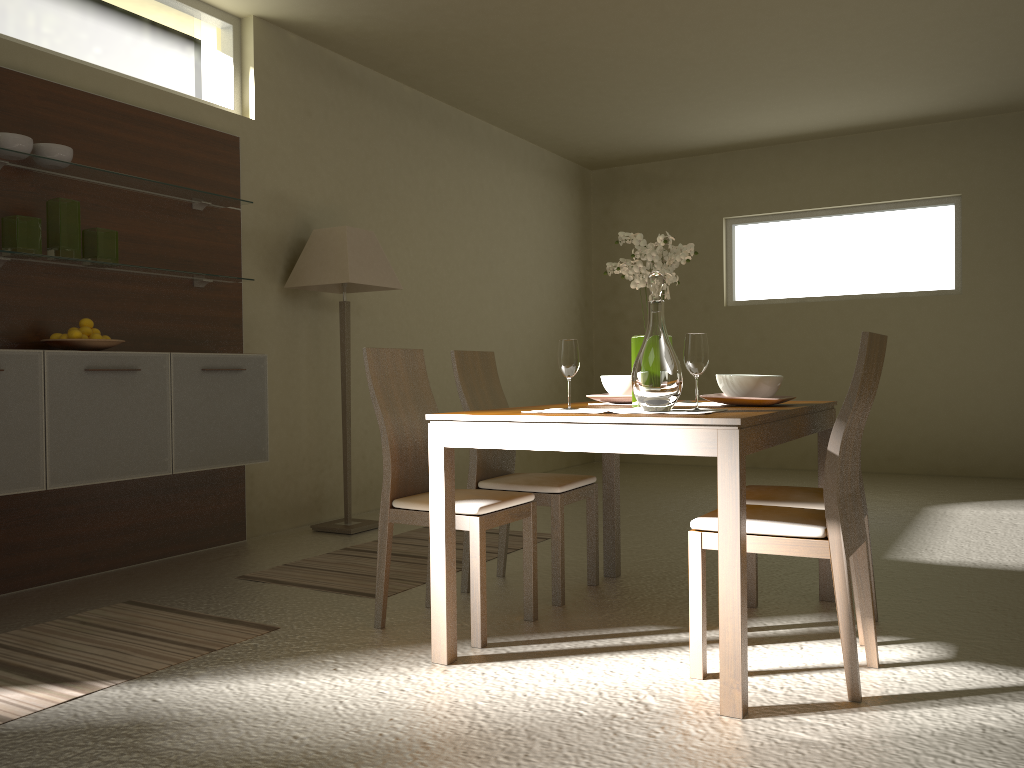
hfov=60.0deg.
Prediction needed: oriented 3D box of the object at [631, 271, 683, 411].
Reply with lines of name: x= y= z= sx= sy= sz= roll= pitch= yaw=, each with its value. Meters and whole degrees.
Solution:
object: x=0.441 y=-0.131 z=2.706 sx=0.156 sy=0.426 sz=0.156 roll=-1 pitch=1 yaw=-19

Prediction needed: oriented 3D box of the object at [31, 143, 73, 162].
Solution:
object: x=-1.990 y=-0.984 z=3.838 sx=0.163 sy=0.077 sz=0.163 roll=-1 pitch=1 yaw=-11

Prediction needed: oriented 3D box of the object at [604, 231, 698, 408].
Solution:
object: x=0.475 y=-0.220 z=3.055 sx=0.304 sy=0.608 sz=0.302 roll=0 pitch=1 yaw=33

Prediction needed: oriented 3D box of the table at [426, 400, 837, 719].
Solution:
table: x=0.517 y=0.477 z=3.174 sx=1.000 sy=0.790 sz=1.411 roll=0 pitch=1 yaw=30

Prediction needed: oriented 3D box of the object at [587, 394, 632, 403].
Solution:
object: x=0.467 y=0.057 z=3.483 sx=0.283 sy=0.033 sz=0.283 roll=0 pitch=1 yaw=24

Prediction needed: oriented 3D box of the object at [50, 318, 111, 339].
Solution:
object: x=-1.892 y=-0.220 z=3.893 sx=0.230 sy=0.139 sz=0.259 roll=-1 pitch=1 yaw=0

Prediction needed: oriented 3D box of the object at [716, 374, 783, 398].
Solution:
object: x=0.846 y=0.017 z=3.161 sx=0.232 sy=0.107 sz=0.233 roll=0 pitch=1 yaw=41

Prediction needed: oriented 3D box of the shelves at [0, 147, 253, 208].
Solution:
shelves: x=-2.089 y=-0.938 z=3.682 sx=0.255 sy=0.008 sz=2.463 roll=0 pitch=1 yaw=30

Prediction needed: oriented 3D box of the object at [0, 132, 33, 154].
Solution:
object: x=-2.074 y=-0.981 z=3.670 sx=0.163 sy=0.077 sz=0.163 roll=-1 pitch=1 yaw=-11

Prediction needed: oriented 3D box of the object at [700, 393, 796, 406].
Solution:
object: x=0.844 y=0.057 z=3.163 sx=0.283 sy=0.041 sz=0.283 roll=0 pitch=1 yaw=29

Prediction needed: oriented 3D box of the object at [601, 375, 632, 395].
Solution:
object: x=0.466 y=0.017 z=3.483 sx=0.233 sy=0.101 sz=0.233 roll=-1 pitch=1 yaw=19

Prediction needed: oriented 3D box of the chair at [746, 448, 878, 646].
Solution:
chair: x=1.052 y=0.356 z=3.171 sx=0.507 sy=1.017 sz=0.404 roll=0 pitch=1 yaw=27

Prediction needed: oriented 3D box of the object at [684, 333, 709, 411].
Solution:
object: x=0.552 y=-0.035 z=2.655 sx=0.075 sy=0.232 sz=0.075 roll=-1 pitch=1 yaw=-11

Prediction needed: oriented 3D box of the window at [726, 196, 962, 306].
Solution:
window: x=2.964 y=-1.167 z=8.062 sx=2.025 sy=0.848 sz=0.100 roll=0 pitch=1 yaw=30

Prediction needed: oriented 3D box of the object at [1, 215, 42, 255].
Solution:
object: x=-2.048 y=-0.615 z=3.705 sx=0.111 sy=0.160 sz=0.112 roll=0 pitch=1 yaw=29

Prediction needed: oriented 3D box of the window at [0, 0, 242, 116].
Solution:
window: x=0.085 y=-0.607 z=2.042 sx=6.429 sy=3.000 sz=4.466 roll=0 pitch=1 yaw=27

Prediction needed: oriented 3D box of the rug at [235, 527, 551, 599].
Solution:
rug: x=-0.499 y=0.868 z=4.529 sx=0.843 sy=0.010 sz=1.613 roll=0 pitch=1 yaw=30

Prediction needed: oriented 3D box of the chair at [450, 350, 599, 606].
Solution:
chair: x=0.054 y=0.363 z=3.769 sx=0.507 sy=1.017 sz=0.404 roll=0 pitch=1 yaw=27

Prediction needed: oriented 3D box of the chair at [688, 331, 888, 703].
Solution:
chair: x=0.844 y=0.364 z=2.685 sx=0.507 sy=1.017 sz=0.404 roll=0 pitch=1 yaw=31

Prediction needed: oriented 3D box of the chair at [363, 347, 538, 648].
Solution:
chair: x=-0.228 y=0.372 z=3.250 sx=0.507 sy=1.017 sz=0.404 roll=0 pitch=1 yaw=30

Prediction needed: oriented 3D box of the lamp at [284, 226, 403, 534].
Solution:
lamp: x=-0.993 y=-0.025 z=5.302 sx=0.499 sy=1.782 sz=0.499 roll=0 pitch=1 yaw=30

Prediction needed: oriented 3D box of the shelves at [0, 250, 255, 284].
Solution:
shelves: x=-2.084 y=-0.530 z=3.687 sx=0.255 sy=0.008 sz=2.463 roll=0 pitch=1 yaw=30

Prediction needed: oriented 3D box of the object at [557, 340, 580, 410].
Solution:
object: x=0.189 y=-0.030 z=2.947 sx=0.075 sy=0.232 sz=0.075 roll=-1 pitch=1 yaw=-11

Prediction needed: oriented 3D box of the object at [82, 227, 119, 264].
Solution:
object: x=-1.872 y=-0.621 z=4.034 sx=0.112 sy=0.160 sz=0.111 roll=0 pitch=1 yaw=29

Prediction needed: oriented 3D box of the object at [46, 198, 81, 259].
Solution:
object: x=-1.950 y=-0.670 z=3.857 sx=0.099 sy=0.259 sz=0.099 roll=0 pitch=1 yaw=29

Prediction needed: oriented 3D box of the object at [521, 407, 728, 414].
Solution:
object: x=0.355 y=0.082 z=2.802 sx=0.589 sy=0.010 sz=0.287 roll=0 pitch=1 yaw=27

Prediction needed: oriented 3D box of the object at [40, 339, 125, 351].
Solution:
object: x=-1.889 y=-0.166 z=3.910 sx=0.337 sy=0.053 sz=0.337 roll=-1 pitch=1 yaw=-29

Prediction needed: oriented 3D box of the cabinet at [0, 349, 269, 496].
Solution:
cabinet: x=-2.024 y=0.148 z=3.666 sx=0.372 sy=0.570 sz=2.463 roll=0 pitch=1 yaw=30

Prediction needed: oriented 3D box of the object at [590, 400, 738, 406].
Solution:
object: x=0.620 y=0.072 z=3.409 sx=0.589 sy=0.010 sz=0.287 roll=0 pitch=1 yaw=33

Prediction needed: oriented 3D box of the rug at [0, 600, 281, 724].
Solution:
rug: x=-1.613 y=0.901 z=2.749 sx=0.842 sy=0.007 sz=1.613 roll=0 pitch=1 yaw=31
